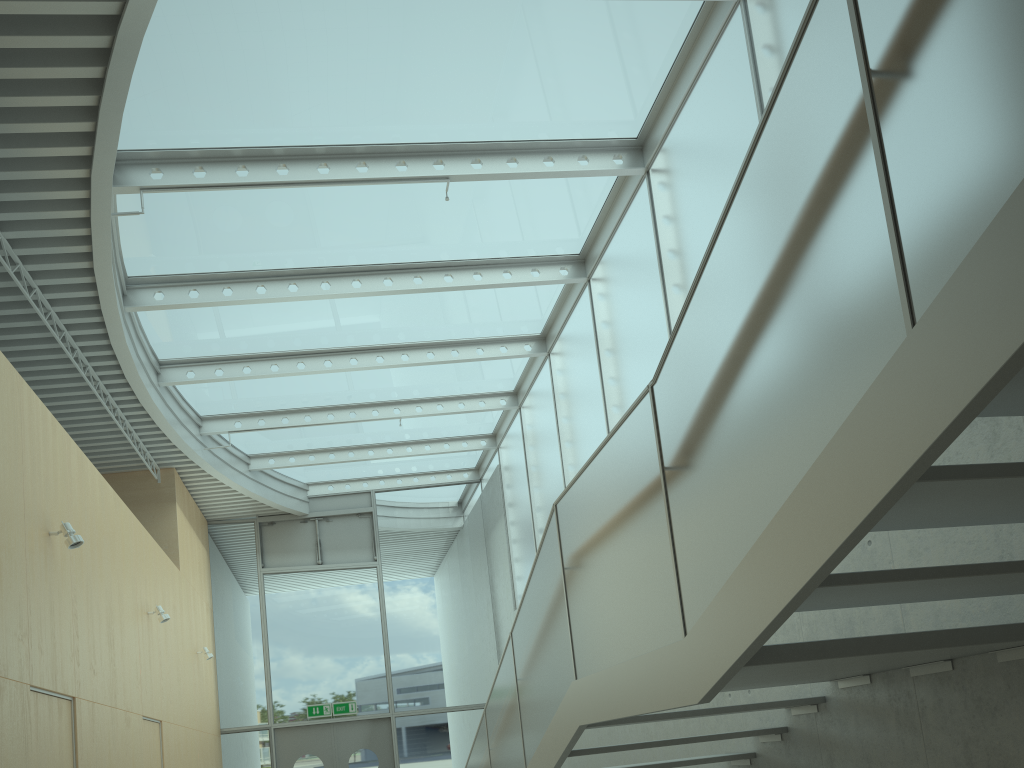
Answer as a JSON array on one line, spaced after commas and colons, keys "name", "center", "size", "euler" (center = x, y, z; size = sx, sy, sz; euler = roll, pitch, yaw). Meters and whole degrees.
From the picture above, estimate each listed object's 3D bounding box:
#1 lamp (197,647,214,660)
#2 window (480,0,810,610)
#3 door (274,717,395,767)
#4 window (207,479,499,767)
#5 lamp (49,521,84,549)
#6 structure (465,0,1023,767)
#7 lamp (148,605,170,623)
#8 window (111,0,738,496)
[{"name": "lamp", "center": [-4.353, 3.818, 12.042], "size": [0.233, 0.187, 0.148], "euler": [5, -17, -31]}, {"name": "window", "center": [0.673, 0.538, 9.752], "size": [0.030, 2.603, 16.794], "euler": [-5, -23, -13]}, {"name": "door", "center": [-2.880, 6.650, 14.057], "size": [1.915, 2.013, 0.184], "euler": [-3, -9, -12]}, {"name": "window", "center": [-2.537, 4.731, 14.453], "size": [4.840, 6.005, 0.115], "euler": [-3, -8, -12]}, {"name": "lamp", "center": [-3.132, 1.058, 5.960], "size": [0.233, 0.187, 0.148], "euler": [5, -17, -31]}, {"name": "structure", "center": [1.369, 0.817, 3.509], "size": [1.878, 3.990, 13.532], "euler": [-4, -22, -13]}, {"name": "lamp", "center": [-3.741, 2.433, 8.990], "size": [0.233, 0.187, 0.148], "euler": [5, -17, -31]}, {"name": "window", "center": [-1.279, 2.045, 9.094], "size": [4.766, 5.938, 16.982], "euler": [-3, -22, -13]}]
